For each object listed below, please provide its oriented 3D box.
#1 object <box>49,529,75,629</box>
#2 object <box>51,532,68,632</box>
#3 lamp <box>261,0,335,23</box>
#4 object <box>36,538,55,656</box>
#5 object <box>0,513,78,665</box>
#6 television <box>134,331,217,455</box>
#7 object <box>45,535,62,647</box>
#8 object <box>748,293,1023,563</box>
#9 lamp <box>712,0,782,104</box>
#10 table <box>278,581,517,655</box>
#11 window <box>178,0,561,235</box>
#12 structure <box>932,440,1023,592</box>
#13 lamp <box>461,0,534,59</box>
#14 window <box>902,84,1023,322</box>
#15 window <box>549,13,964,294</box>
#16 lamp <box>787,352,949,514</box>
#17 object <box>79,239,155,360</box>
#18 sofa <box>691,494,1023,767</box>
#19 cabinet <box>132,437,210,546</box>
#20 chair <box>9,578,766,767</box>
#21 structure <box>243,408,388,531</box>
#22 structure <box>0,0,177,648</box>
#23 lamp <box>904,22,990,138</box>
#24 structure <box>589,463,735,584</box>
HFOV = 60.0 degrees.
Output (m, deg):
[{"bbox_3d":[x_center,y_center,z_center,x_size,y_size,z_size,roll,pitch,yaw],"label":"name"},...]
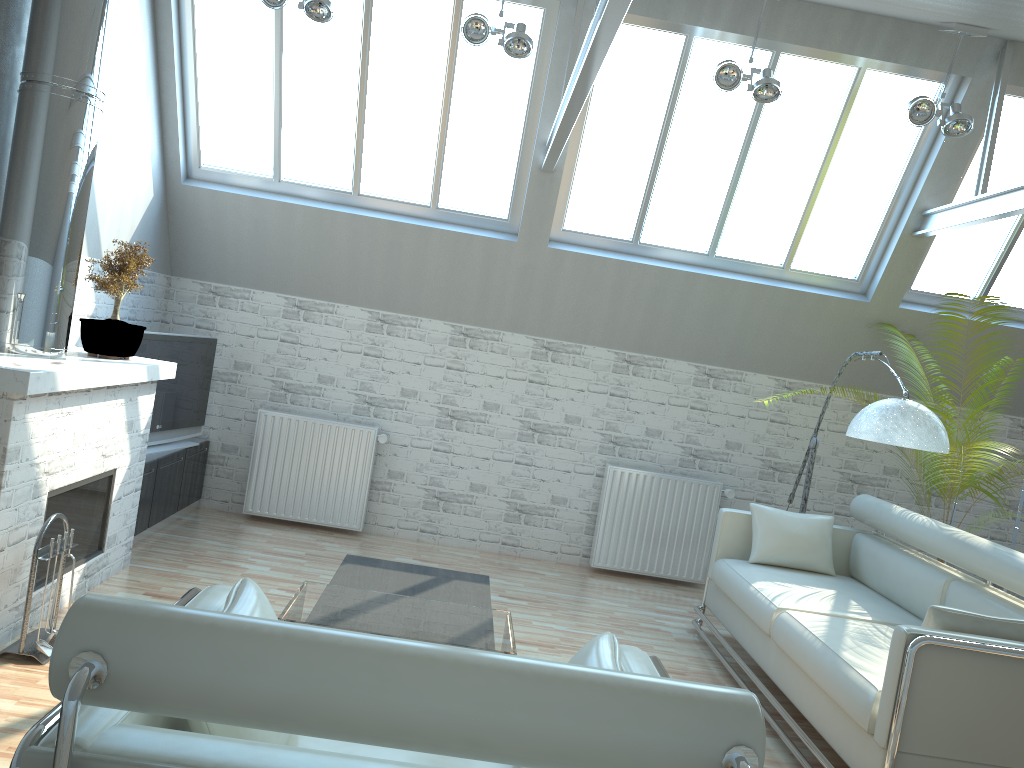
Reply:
[{"bbox_3d":[-3.718,1.634,7.377,0.155,0.873,0.026,9,2,-2],"label":"object"},{"bbox_3d":[-3.711,1.631,7.263,0.025,0.855,0.025,10,2,19],"label":"object"},{"bbox_3d":[-2.268,-4.608,9.539,0.808,1.172,0.619,9,2,1],"label":"lamp"},{"bbox_3d":[-3.646,1.681,7.028,0.146,0.916,0.131,9,2,-3],"label":"object"},{"bbox_3d":[-3.790,1.604,7.212,0.412,1.124,0.584,9,2,-3],"label":"object"},{"bbox_3d":[-4.628,0.079,11.472,0.592,1.514,2.577,10,2,7],"label":"television"},{"bbox_3d":[-3.657,1.682,7.170,0.145,0.932,0.065,9,2,-21],"label":"object"},{"bbox_3d":[4.897,1.265,10.571,3.777,4.386,5.015,8,2,-28],"label":"object"},{"bbox_3d":[2.696,-3.796,9.796,0.808,1.172,0.618,9,2,1],"label":"lamp"},{"bbox_3d":[-0.908,2.205,6.859,1.726,0.867,1.015,9,2,-3],"label":"table"},{"bbox_3d":[-1.945,-3.822,11.579,4.651,2.787,1.897,9,2,-3],"label":"window"},{"bbox_3d":[9.085,2.774,10.505,5.366,2.781,6.483,9,2,-3],"label":"structure"},{"bbox_3d":[-0.090,-4.251,9.651,0.808,1.172,0.619,9,2,1],"label":"lamp"},{"bbox_3d":[8.069,-2.185,12.098,4.651,2.787,1.897,9,2,-3],"label":"window"},{"bbox_3d":[3.062,-3.004,11.838,4.651,2.787,1.897,9,2,-3],"label":"window"},{"bbox_3d":[4.026,1.432,11.193,1.015,3.709,4.621,10,2,3],"label":"lamp"},{"bbox_3d":[-4.077,-0.900,9.038,0.572,1.265,1.115,9,2,1],"label":"object"},{"bbox_3d":[3.538,2.323,8.638,2.199,1.999,4.866,9,2,-3],"label":"sofa"},{"bbox_3d":[-4.894,1.320,11.425,0.908,1.016,3.234,9,2,-3],"label":"cabinet"},{"bbox_3d":[-0.492,1.834,3.835,2.507,2.001,2.201,9,2,-3],"label":"chair"},{"bbox_3d":[-2.842,1.263,12.952,1.892,1.524,0.508,9,2,-3],"label":"structure"},{"bbox_3d":[-4.092,-1.547,8.164,1.309,7.180,3.302,9,2,-3],"label":"structure"},{"bbox_3d":[4.893,-3.436,9.910,0.808,1.172,0.619,9,2,1],"label":"lamp"},{"bbox_3d":[2.220,2.091,13.215,1.892,1.524,0.508,9,2,-3],"label":"structure"}]
